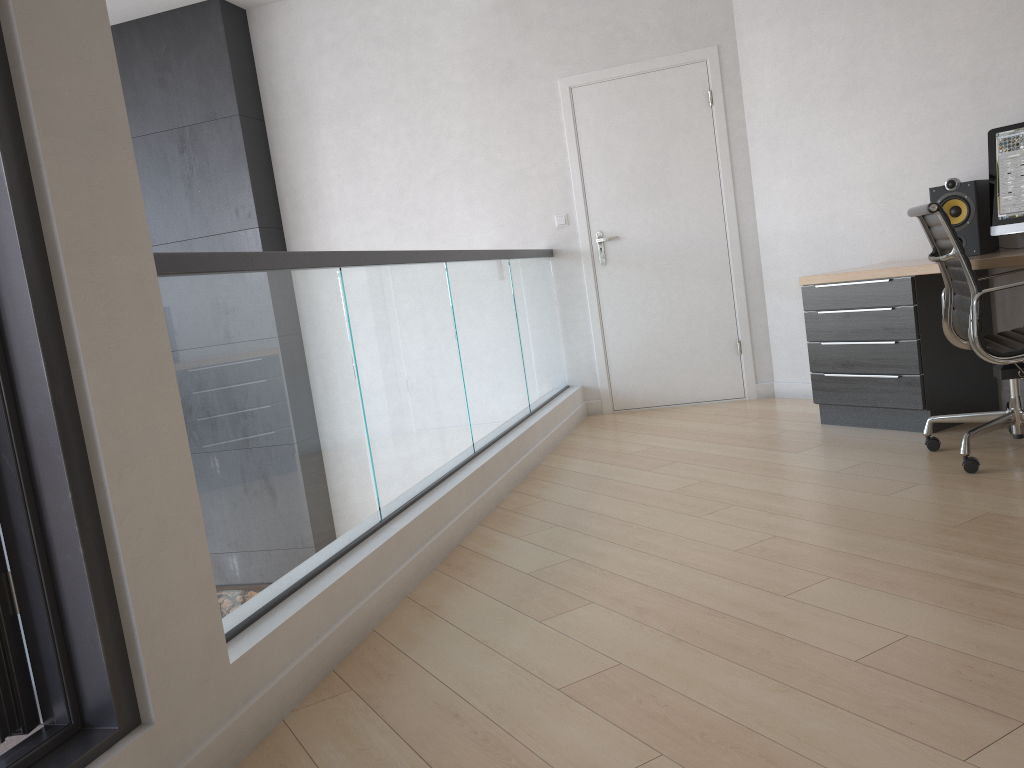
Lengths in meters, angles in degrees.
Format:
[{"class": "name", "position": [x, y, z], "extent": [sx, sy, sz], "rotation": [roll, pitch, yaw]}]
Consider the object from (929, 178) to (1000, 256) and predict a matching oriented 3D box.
[{"class": "object", "position": [2.057, -0.761, 4.036], "extent": [0.249, 0.354, 0.198], "rotation": [-14, 9, -43]}]

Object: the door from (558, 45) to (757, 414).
[{"class": "door", "position": [0.905, -0.904, 5.511], "extent": [0.974, 2.136, 0.085], "rotation": [-6, 7, 16]}]

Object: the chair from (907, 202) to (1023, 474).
[{"class": "chair", "position": [1.913, -0.228, 3.373], "extent": [0.699, 0.991, 0.664], "rotation": [-6, 7, 22]}]

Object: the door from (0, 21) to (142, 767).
[{"class": "door", "position": [-1.441, -0.469, 1.246], "extent": [0.924, 2.500, 0.905], "rotation": [-6, 7, 16]}]

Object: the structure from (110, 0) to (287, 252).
[{"class": "structure", "position": [-2.161, 0.720, 6.230], "extent": [1.500, 6.351, 0.722], "rotation": [-6, 7, 16]}]
